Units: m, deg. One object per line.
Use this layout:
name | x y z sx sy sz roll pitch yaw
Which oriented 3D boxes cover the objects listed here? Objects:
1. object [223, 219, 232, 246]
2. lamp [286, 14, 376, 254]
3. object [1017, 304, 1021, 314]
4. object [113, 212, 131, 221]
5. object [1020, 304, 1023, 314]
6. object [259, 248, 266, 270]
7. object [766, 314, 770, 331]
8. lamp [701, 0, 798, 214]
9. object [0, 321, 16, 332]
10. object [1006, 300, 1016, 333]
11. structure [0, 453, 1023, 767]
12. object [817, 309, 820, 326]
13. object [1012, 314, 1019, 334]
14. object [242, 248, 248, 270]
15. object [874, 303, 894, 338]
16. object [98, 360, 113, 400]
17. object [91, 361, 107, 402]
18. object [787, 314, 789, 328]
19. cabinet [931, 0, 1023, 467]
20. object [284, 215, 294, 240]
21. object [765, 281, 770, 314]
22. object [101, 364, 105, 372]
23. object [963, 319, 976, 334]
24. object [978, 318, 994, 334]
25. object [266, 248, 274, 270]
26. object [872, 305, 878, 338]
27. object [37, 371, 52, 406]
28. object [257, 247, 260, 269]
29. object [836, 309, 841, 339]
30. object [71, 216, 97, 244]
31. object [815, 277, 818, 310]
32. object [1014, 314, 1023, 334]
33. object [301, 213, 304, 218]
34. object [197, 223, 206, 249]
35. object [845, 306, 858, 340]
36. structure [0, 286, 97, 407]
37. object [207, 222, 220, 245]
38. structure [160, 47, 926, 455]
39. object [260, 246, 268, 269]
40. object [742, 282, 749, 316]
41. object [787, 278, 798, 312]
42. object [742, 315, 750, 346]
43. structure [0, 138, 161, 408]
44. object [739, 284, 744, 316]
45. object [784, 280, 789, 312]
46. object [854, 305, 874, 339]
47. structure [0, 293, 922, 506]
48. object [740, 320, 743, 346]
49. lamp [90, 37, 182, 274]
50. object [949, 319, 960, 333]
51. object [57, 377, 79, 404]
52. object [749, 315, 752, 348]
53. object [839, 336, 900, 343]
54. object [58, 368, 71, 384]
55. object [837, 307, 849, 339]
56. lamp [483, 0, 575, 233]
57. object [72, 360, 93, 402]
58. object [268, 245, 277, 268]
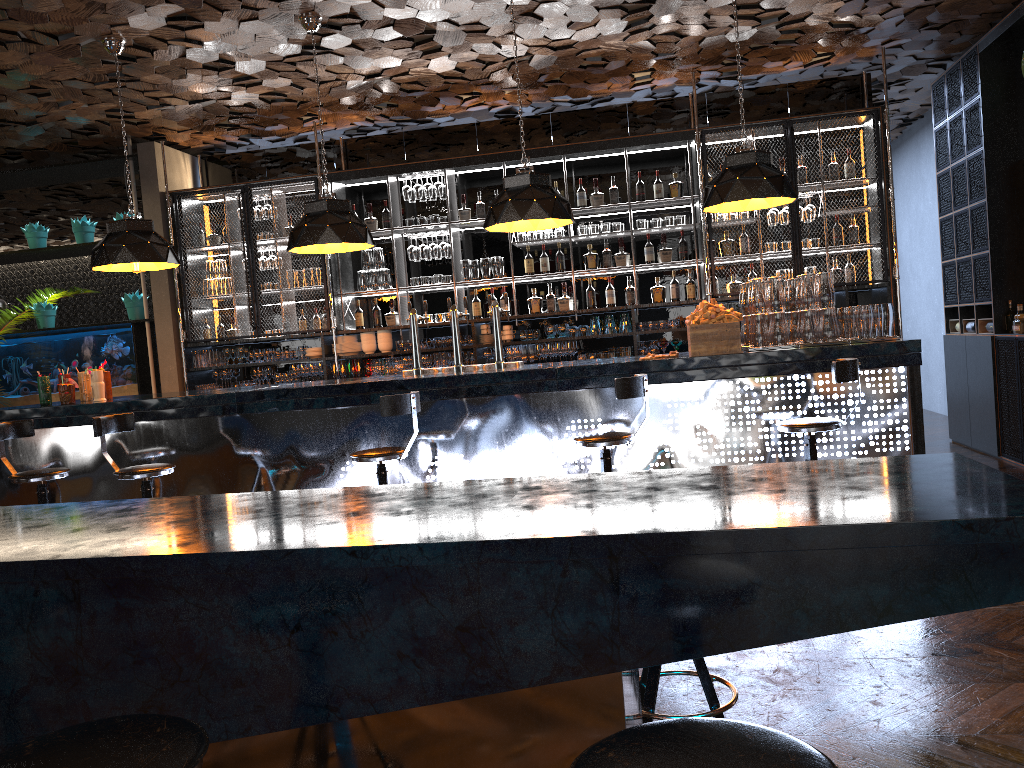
object | -2.865 -1.521 8.910 0.075 0.261 0.075 -6 3 -31
lamp | -1.304 -1.708 6.064 0.582 1.564 0.607 -4 3 10
object | 4.173 -0.537 7.294 0.065 0.237 0.065 -6 3 -22
object | -3.894 -1.596 8.991 0.265 0.325 0.245 -5 3 3
object | 4.232 -0.544 7.356 0.065 0.237 0.065 -6 3 -32
object | -2.520 -1.255 8.931 0.081 0.213 0.081 -4 3 15
object | 1.619 -0.340 5.614 0.105 0.209 0.105 -3 3 35
lamp | 1.440 -1.912 5.598 0.582 1.564 0.607 -4 3 10
object | -5.485 -0.583 9.384 0.320 0.135 0.250 -4 3 10
object | 4.191 -0.563 7.446 0.080 0.279 0.080 -6 3 -32
structure | -1.440 0.852 2.109 4.941 0.998 0.673 -4 3 10
object | 1.893 -0.351 5.358 0.105 0.209 0.105 -3 3 35
object | 4.181 -0.492 7.192 0.228 0.164 0.117 -4 3 11
object | -2.638 -1.240 8.806 0.081 0.213 0.081 -4 3 15
object | 2.141 -0.357 5.094 0.105 0.209 0.105 -5 3 -15
object | -2.804 -0.027 6.089 0.080 0.277 0.091 -2 4 42
object | -2.772 -0.017 5.955 0.081 0.264 0.099 -3 3 30
object | 1.818 -0.360 5.692 0.105 0.209 0.105 -3 3 35
cabinet | 4.146 -1.078 6.554 0.691 3.514 4.416 -4 3 10
object | -2.198 -1.556 8.796 0.108 0.244 0.108 -5 3 -2
object | 1.610 -0.551 5.655 0.105 0.209 0.105 -3 3 35
object | -2.868 -0.016 6.217 0.080 0.254 0.091 -4 3 12
object | 4.265 -0.532 8.126 0.123 0.132 0.396 -4 3 10
object | 4.189 -0.506 7.708 0.122 0.132 0.396 -4 3 10
object | -2.435 -1.261 8.917 0.081 0.213 0.081 -4 3 15
object | 2.113 -0.361 5.221 0.105 0.209 0.105 -3 3 35
object | -3.173 0.027 6.013 0.086 0.237 0.084 -3 3 29
object | -2.544 -1.247 8.790 0.081 0.213 0.081 -4 3 15
object | 2.132 -0.389 5.793 0.105 0.209 0.105 -3 3 35
object | -4.369 -1.560 9.075 0.255 0.325 0.244 -3 3 37
object | 1.890 -0.572 5.616 0.105 0.209 0.105 -3 3 35
object | 4.079 -0.478 7.079 0.106 0.164 0.106 -5 3 -1
object | -2.063 -1.568 8.771 0.073 0.246 0.072 -5 3 -5
object | -3.147 -1.501 8.983 0.075 0.260 0.075 -6 3 -31
object | 2.071 -0.363 5.350 0.105 0.209 0.105 -3 3 35
structure | -5.846 -0.355 8.237 1.873 3.561 4.073 -4 3 11
object | -3.000 -1.501 8.919 0.108 0.244 0.108 -5 3 -2
structure | 0.020 -0.837 8.280 6.750 3.553 1.143 -4 3 10
object | -2.459 -1.253 8.775 0.081 0.213 0.081 -4 3 15
object | 1.520 -0.544 5.666 0.105 0.209 0.105 -3 3 35
object | 1.799 -0.565 5.627 0.105 0.209 0.105 -3 3 35
object | 1.508 -0.331 5.620 0.105 0.209 0.105 -3 3 35
structure | -5.561 -0.519 9.411 4.269 3.734 0.705 -4 3 10
object | 1.530 -0.550 5.782 0.105 0.209 0.105 -3 3 35
object | 1.809 -0.571 5.743 0.105 0.209 0.105 -3 3 35
object | 2.037 -0.350 5.124 0.105 0.209 0.105 -5 3 -15
structure | -0.602 0.261 5.935 6.009 1.685 1.214 -4 3 10
object | 1.557 -0.346 5.848 0.105 0.209 0.105 -3 3 35
lamp | -2.693 -1.573 6.176 0.582 1.606 0.607 -4 3 10
object | 4.341 -0.560 8.547 0.122 0.132 0.396 -4 3 12
object | -2.993 0.037 5.981 0.110 0.191 0.131 -4 3 22
object | 1.496 -0.320 5.405 0.105 0.209 0.105 -3 3 35
object | 2.095 -0.264 5.234 0.273 0.019 0.437 -4 3 10
object | -3.096 0.010 6.146 0.078 0.246 0.084 -4 3 8
object | 2.098 -0.375 5.567 0.105 0.209 0.105 -5 3 -15
lamp | 0.048 -1.803 5.714 0.582 1.564 0.607 -4 3 10
object | -2.999 -0.027 6.211 0.116 0.298 0.105 -2 4 41
object | -2.370 -1.260 8.760 0.081 0.213 0.081 -4 3 15
